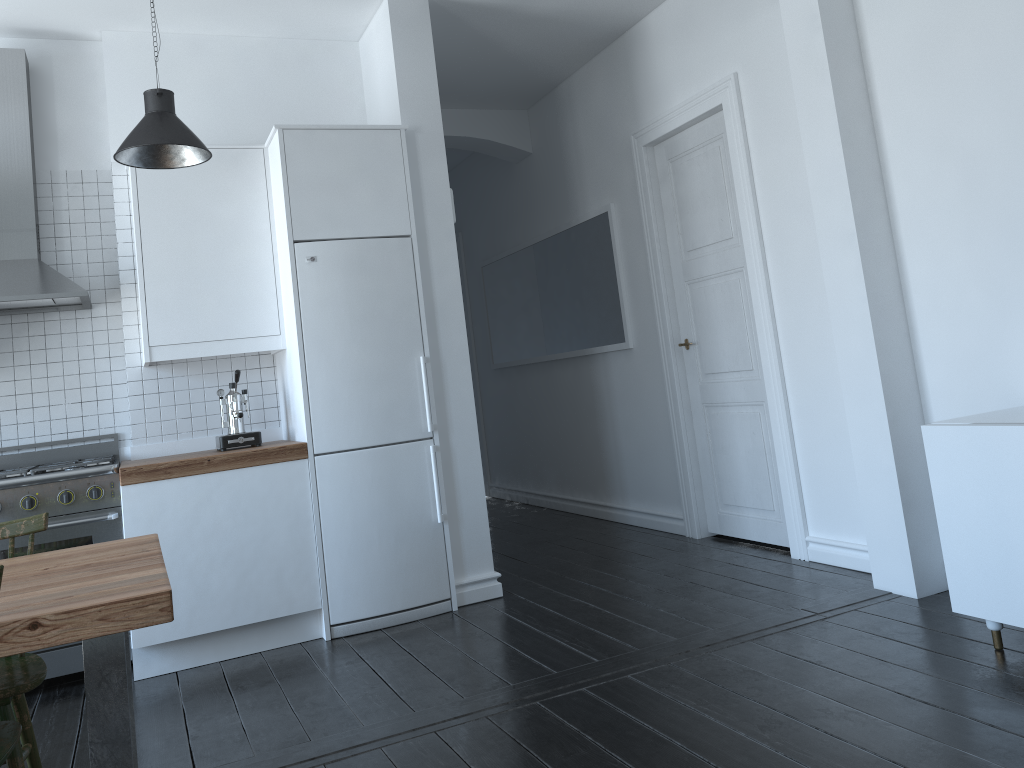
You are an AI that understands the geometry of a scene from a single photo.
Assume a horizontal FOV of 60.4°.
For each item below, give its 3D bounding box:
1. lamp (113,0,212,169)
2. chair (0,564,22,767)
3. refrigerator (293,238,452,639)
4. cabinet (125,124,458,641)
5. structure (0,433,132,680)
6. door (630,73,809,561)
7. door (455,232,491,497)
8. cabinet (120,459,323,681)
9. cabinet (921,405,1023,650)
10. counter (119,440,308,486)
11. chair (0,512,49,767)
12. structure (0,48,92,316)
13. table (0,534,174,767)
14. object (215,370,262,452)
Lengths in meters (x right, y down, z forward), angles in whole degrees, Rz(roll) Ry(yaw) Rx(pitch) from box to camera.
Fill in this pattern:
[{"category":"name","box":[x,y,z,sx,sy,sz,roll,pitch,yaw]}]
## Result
[{"category":"lamp","box":[-1.510,-1.414,3.727,0.386,0.951,0.380,-5,-6,-15]},{"category":"chair","box":[-1.190,0.785,1.671,0.469,0.837,0.479,-5,-5,-25]},{"category":"refrigerator","box":[-0.765,0.219,4.410,0.578,1.823,0.671,-4,-6,-24]},{"category":"cabinet","box":[-2.263,0.116,3.960,3.803,2.400,0.768,-6,-5,-20]},{"category":"structure","box":[-2.118,0.783,3.950,0.703,1.031,0.712,-5,-4,-24]},{"category":"door","box":[1.137,-0.358,4.909,0.116,2.504,1.026,-4,-6,-24]},{"category":"door","box":[-0.513,-0.185,8.710,0.116,2.504,1.056,-4,-6,-24]},{"category":"cabinet","box":[-2.470,0.931,3.770,3.192,0.825,0.720,-7,-3,-16]},{"category":"cabinet","box":[1.886,0.449,2.484,0.592,0.743,1.187,-5,-2,-24]},{"category":"counter","box":[-2.506,0.497,3.762,3.111,0.074,0.837,-7,0,-24]},{"category":"chair","box":[-1.482,0.816,2.347,0.469,0.837,0.479,-5,-5,-25]},{"category":"structure","box":[-2.414,-1.009,4.215,0.635,1.320,0.521,-5,-6,-24]},{"category":"table","box":[-1.858,0.921,1.747,2.236,0.724,1.006,-7,-2,-24]},{"category":"object","box":[-1.319,0.124,4.230,0.206,0.374,0.349,-5,-4,-24]}]
